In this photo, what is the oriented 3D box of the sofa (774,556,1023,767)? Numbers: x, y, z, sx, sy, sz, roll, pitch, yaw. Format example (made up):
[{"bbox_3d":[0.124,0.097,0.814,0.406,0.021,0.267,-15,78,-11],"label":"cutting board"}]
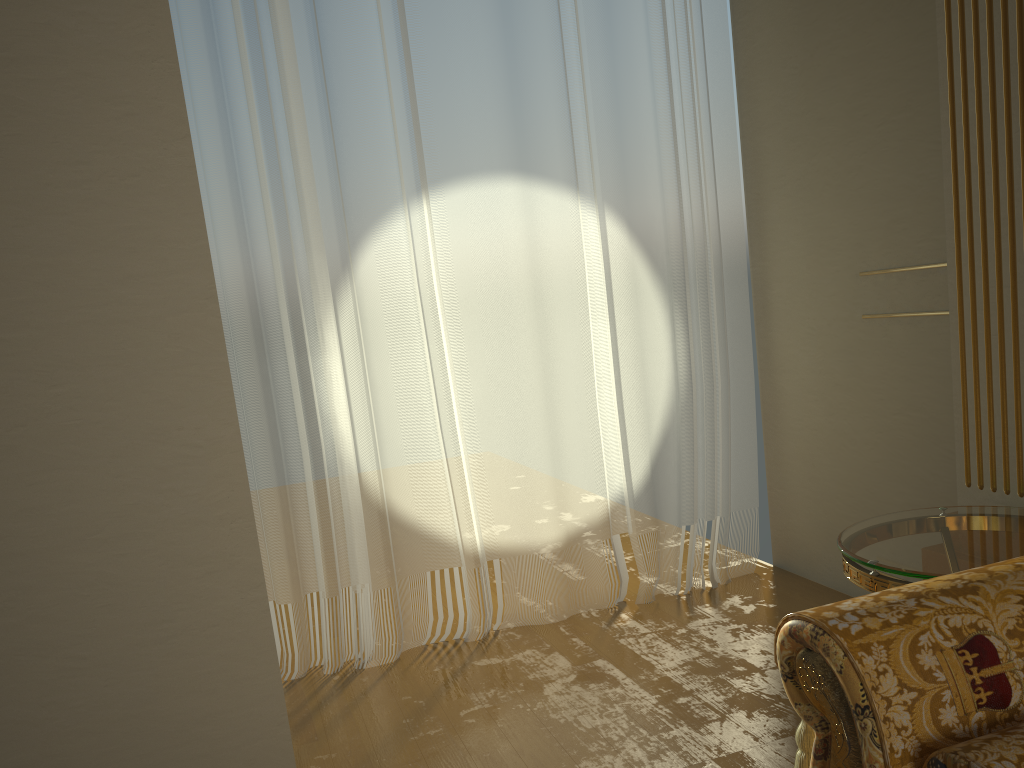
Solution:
[{"bbox_3d":[1.034,0.641,0.716,0.691,0.878,1.884,-9,6,-17],"label":"sofa"}]

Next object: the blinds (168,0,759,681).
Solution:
[{"bbox_3d":[-0.019,-0.275,3.367,2.160,2.529,0.163,-9,9,-14],"label":"blinds"}]

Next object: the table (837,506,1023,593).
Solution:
[{"bbox_3d":[1.056,0.654,1.992,0.572,0.649,0.565,-3,8,28],"label":"table"}]
